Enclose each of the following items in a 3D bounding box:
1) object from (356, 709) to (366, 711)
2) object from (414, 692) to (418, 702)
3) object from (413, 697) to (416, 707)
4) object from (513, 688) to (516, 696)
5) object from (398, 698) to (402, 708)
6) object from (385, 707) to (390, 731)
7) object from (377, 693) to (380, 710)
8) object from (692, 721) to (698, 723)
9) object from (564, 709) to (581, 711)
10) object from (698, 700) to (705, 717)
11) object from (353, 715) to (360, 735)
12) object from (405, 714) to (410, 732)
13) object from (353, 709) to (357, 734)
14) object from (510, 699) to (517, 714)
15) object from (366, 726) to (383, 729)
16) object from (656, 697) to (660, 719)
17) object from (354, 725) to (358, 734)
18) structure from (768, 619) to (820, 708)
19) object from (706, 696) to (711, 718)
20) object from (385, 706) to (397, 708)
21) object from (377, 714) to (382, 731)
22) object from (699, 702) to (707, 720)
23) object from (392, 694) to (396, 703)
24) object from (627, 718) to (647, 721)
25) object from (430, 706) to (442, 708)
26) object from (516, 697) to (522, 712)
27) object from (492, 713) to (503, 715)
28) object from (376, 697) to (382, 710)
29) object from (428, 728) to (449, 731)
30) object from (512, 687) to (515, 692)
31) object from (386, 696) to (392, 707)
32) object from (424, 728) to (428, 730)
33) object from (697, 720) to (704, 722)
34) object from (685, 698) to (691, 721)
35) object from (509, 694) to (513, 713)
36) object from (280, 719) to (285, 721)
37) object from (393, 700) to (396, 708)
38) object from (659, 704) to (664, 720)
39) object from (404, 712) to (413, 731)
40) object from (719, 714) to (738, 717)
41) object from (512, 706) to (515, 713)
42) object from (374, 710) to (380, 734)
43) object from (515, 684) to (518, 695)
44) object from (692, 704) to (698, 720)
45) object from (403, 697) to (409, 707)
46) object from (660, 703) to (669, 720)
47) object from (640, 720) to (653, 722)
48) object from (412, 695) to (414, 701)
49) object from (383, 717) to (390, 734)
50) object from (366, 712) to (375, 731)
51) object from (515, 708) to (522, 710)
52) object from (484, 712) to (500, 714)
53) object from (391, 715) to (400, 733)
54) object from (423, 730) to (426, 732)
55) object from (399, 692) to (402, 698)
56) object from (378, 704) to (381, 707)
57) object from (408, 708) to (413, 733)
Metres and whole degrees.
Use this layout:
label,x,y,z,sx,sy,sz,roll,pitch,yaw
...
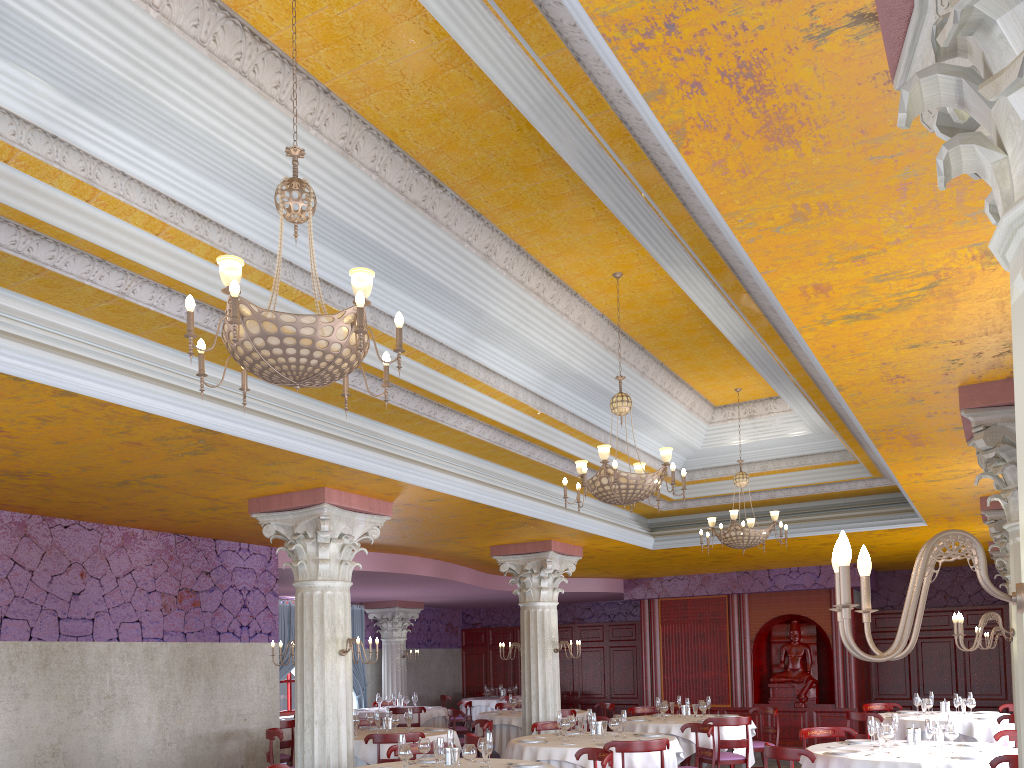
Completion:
label,x,y,z,sx,sy,sz,roll,pitch,yaw
object,-3.069,6.550,17.204,0.318,0.023,0.323,13,-23,-38
object,-1.949,6.433,17.400,0.074,0.328,0.075,-3,-4,21
object,-1.988,6.521,17.519,0.086,0.232,0.087,2,-6,-35
object,0.071,7.752,21.511,0.086,0.232,0.087,-2,-5,10
object,-2.224,6.382,17.068,0.086,0.232,0.087,-4,-6,32
object,-1.759,4.738,12.121,0.074,0.328,0.075,0,-4,-24
object,-2.718,6.460,17.428,0.074,0.328,0.075,-3,-4,21
object,2.638,4.851,12.292,0.027,0.013,0.243,3,-18,-14
object,1.108,5.946,15.618,0.317,0.023,0.323,-11,-20,28
object,2.947,5.039,13.288,0.123,0.258,0.125,-4,-6,21
object,-2.103,4.586,11.511,0.124,0.258,0.123,-7,-8,43
object,-1.429,4.690,11.843,0.086,0.232,0.087,-2,-5,10
object,-2.158,4.629,11.751,0.074,0.328,0.075,0,-4,-24
object,0.035,5.717,15.198,0.124,0.258,0.123,-7,-8,43
object,-1.971,5.008,12.468,0.317,0.023,0.323,-11,-20,28
object,2.231,4.953,13.080,0.074,0.328,0.075,0,-4,-24
object,-2.116,4.636,11.627,0.086,0.232,0.087,-2,-5,10
structure,5.780,5.780,17.743,0.974,1.803,0.652,-5,-6,30
object,3.000,4.926,13.052,0.074,0.328,0.075,0,-4,-24
object,-2.530,6.839,18.144,0.314,0.023,0.327,-4,-18,9
object,-1.881,4.775,12.078,0.086,0.232,0.088,0,-5,-13
object,2.841,4.863,12.734,0.123,0.258,0.125,-4,-6,21
object,-2.348,6.324,17.030,0.074,0.328,0.075,-3,-4,21
object,1.880,5.043,12.856,0.317,0.023,0.323,-11,-20,28
object,-1.590,6.645,17.607,0.317,0.023,0.323,-11,-20,28
object,0.141,5.893,15.752,0.124,0.258,0.123,-7,-8,43
object,-0.284,5.789,15.022,0.256,0.019,0.057,2,-17,-11
object,-2.663,6.417,17.187,0.123,0.258,0.125,-4,-6,21
object,-1.031,4.814,11.931,0.317,0.023,0.323,-11,-20,28
object,0.058,7.777,21.628,0.122,0.258,0.125,1,-6,-24
object,-2.557,6.592,17.742,0.122,0.258,0.125,1,-6,-24
object,-1.118,4.880,12.123,0.256,0.019,0.057,2,-17,-11
object,2.820,4.850,12.319,0.317,0.023,0.323,-11,-20,28
object,2.601,4.817,12.681,0.074,0.328,0.075,0,-4,-24
object,-0.020,5.760,15.438,0.074,0.328,0.075,0,-4,-24
object,-4.023,5.732,14.581,0.318,0.023,0.323,13,-23,-38
object,-2.440,6.607,17.754,0.086,0.232,0.087,-2,-5,10
object,2.273,4.961,12.955,0.086,0.232,0.087,-2,-5,10
object,-1.443,4.714,11.960,0.124,0.258,0.123,-7,-8,43
object,3.359,5.138,13.259,0.314,0.023,0.327,-4,-18,9
object,0.022,5.768,15.314,0.086,0.232,0.087,-2,-5,10
object,-1.788,4.492,11.353,0.074,0.328,0.075,0,-4,-24
object,0.111,7.664,21.392,0.074,0.328,0.075,-3,-4,21
object,2.725,4.875,12.720,0.086,0.232,0.087,2,-6,-35
object,-2.108,6.370,17.082,0.124,0.258,0.123,-7,-8,43
object,2.286,4.910,12.839,0.123,0.258,0.125,-4,-6,21
object,1.967,4.982,12.663,0.256,0.019,0.057,2,-17,-11
object,-2.002,6.545,17.636,0.123,0.258,0.125,-4,-6,21
object,-1.665,4.551,11.392,0.086,0.232,0.087,2,-6,-35
object,-1.997,4.761,12.065,0.124,0.258,0.123,-7,-8,43
object,0.167,6.139,16.155,0.317,0.023,0.323,-11,-20,28
object,-0.372,5.851,15.215,0.317,0.023,0.323,-11,-20,28
object,-1.549,4.539,11.405,0.124,0.258,0.123,-7,-8,43
object,-1.214,4.798,11.846,0.029,0.010,0.145,2,-18,-12
object,-2.319,6.569,17.798,0.074,0.328,0.075,-3,-4,21
object,-2.676,6.467,17.303,0.086,0.232,0.087,-2,-5,10
object,-1.389,4.602,11.723,0.074,0.328,0.075,0,-4,-24
